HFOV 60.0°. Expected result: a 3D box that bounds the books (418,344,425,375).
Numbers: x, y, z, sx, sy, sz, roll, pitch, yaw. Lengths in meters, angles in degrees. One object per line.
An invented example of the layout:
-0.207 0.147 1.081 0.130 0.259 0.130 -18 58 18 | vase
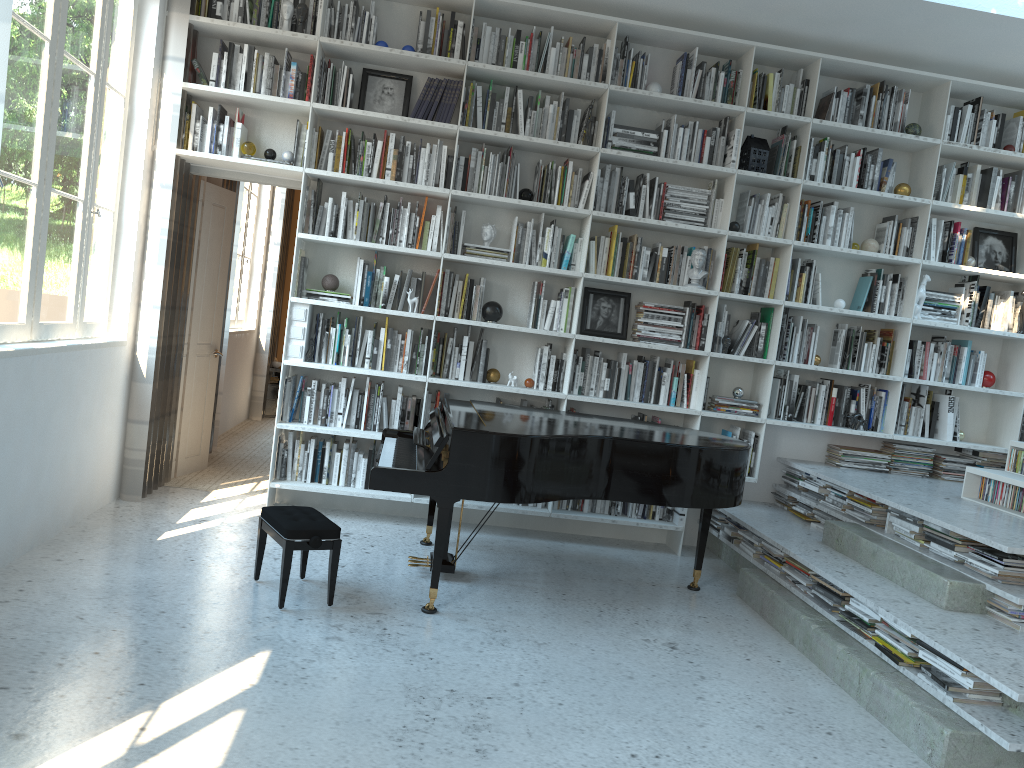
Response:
-0.557 -0.153 5.435 0.023 0.187 0.130 7 4 -7 | books

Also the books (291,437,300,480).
-1.306 0.452 5.394 0.024 0.247 0.142 7 4 -7 | books

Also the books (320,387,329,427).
-1.125 0.135 5.366 0.028 0.223 0.188 7 4 -7 | books

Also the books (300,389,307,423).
-1.252 0.131 5.376 0.024 0.198 0.148 7 4 -7 | books

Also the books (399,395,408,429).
-0.667 0.188 5.453 0.030 0.227 0.140 7 4 -7 | books

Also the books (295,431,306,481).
-1.284 0.419 5.391 0.011 0.319 0.157 7 4 -7 | books

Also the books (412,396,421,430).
-0.586 0.197 5.447 0.030 0.231 0.151 7 4 -7 | books

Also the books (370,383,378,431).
-0.841 0.138 5.427 0.013 0.284 0.138 7 4 -7 | books

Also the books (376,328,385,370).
-0.793 -0.215 5.382 0.026 0.254 0.176 7 4 -7 | books

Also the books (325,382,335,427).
-1.103 0.121 5.369 0.013 0.257 0.189 7 4 -7 | books

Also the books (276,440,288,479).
-1.397 0.456 5.390 0.023 0.216 0.158 7 4 -7 | books

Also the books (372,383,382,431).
-0.822 0.138 5.416 0.022 0.291 0.137 7 4 -7 | books

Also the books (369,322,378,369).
-0.840 -0.235 5.374 0.014 0.282 0.150 7 4 -7 | books

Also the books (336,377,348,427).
-1.033 0.107 5.396 0.027 0.300 0.142 7 4 -7 | books

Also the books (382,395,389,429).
-0.773 0.181 5.423 0.059 0.216 0.177 7 4 -7 | books

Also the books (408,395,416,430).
-0.615 0.190 5.453 0.026 0.236 0.140 7 4 -7 | books

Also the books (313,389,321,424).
-1.177 0.139 5.390 0.025 0.200 0.136 7 4 -7 | books

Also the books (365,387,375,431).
-0.863 0.150 5.423 0.029 0.255 0.152 7 4 -7 | books

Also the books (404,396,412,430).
-0.635 0.194 5.414 0.023 0.228 0.190 7 4 -7 | books

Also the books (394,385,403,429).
-0.699 0.154 5.438 0.025 0.288 0.130 7 4 -7 | books

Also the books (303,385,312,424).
-1.225 0.124 5.356 0.022 0.221 0.187 7 4 -7 | books

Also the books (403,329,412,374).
-0.637 -0.201 5.390 0.021 0.266 0.185 7 4 -7 | books

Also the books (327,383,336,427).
-1.092 0.125 5.366 0.010 0.253 0.177 7 4 -7 | books

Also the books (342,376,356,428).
-0.986 0.110 5.383 0.039 0.307 0.172 7 4 -7 | books

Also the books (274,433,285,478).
-1.412 0.435 5.386 0.012 0.254 0.160 7 4 -7 | books

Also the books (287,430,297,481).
-1.336 0.425 5.382 0.044 0.294 0.181 7 4 -7 | books

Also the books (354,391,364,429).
-0.931 0.157 5.411 0.028 0.225 0.134 7 4 -7 | books

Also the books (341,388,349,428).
-1.018 0.142 5.403 0.012 0.233 0.148 7 4 -7 | books

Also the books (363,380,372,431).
-0.878 0.129 5.401 0.012 0.295 0.176 7 4 -7 | books

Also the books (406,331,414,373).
-0.622 -0.198 5.411 0.013 0.260 0.142 7 4 -7 | books

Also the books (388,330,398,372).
-0.720 -0.203 5.385 0.028 0.249 0.158 7 4 -7 | books

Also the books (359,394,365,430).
-0.911 0.167 5.413 0.013 0.209 0.154 7 4 -7 | books

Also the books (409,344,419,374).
-0.601 -0.155 5.417 0.041 0.181 0.141 7 4 -7 | books

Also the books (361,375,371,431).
-0.888 0.113 5.390 0.014 0.325 0.170 7 4 -7 | books

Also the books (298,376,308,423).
-1.264 0.091 5.370 0.010 0.274 0.150 7 4 -7 | books

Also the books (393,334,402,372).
-0.697 -0.191 5.403 0.025 0.229 0.153 7 4 -7 | books

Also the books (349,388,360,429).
-0.959 0.146 5.411 0.031 0.239 0.132 7 4 -7 | books

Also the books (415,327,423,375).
-0.565 -0.202 5.397 0.014 0.286 0.179 7 4 -7 | books

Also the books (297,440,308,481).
-1.273 0.467 5.391 0.022 0.226 0.154 7 4 -7 | books

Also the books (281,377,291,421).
-1.367 0.088 5.360 0.012 0.254 0.160 7 4 -7 | books

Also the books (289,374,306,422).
-1.292 0.084 5.346 0.052 0.284 0.172 7 4 -7 | books

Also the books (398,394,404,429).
-0.682 0.182 5.416 0.011 0.240 0.174 7 4 -7 | books

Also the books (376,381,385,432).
-0.803 0.135 5.413 0.013 0.301 0.172 7 4 -7 | books

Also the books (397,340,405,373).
-0.676 -0.171 5.410 0.023 0.194 0.139 7 4 -7 | books

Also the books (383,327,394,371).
-0.747 -0.212 5.377 0.028 0.261 0.181 7 4 -7 | books

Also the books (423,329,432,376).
-0.517 -0.195 5.431 0.024 0.280 0.135 7 4 -7 | books

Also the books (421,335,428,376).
-0.534 -0.176 5.409 0.010 0.240 0.174 7 4 -7 | books

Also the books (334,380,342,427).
-1.055 0.117 5.402 0.013 0.274 0.145 7 4 -7 | books

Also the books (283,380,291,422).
-1.346 0.099 5.349 0.029 0.239 0.154 7 4 -7 | books

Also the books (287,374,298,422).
-1.322 0.084 5.334 0.011 0.277 0.189 7 4 -7 | books

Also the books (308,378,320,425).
-1.197 0.104 5.363 0.029 0.266 0.171 7 4 -7 | books

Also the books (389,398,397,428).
-0.733 0.192 5.446 0.030 0.203 0.141 7 4 -7 | books

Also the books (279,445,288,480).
-1.371 0.473 5.367 0.029 0.190 0.176 7 4 -7 | books

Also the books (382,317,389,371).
-0.768 -0.246 5.380 0.021 0.323 0.171 7 4 -7 | books

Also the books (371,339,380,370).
-0.824 -0.182 5.371 0.029 0.182 0.190 7 4 -7 | books

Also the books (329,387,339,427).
-1.076 0.138 5.382 0.028 0.229 0.157 7 4 -7 | books

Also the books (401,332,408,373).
-0.655 -0.195 5.406 0.010 0.246 0.160 7 4 -7 | books

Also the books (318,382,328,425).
-1.151 0.117 5.395 0.022 0.248 0.133 7 4 -7 | books
